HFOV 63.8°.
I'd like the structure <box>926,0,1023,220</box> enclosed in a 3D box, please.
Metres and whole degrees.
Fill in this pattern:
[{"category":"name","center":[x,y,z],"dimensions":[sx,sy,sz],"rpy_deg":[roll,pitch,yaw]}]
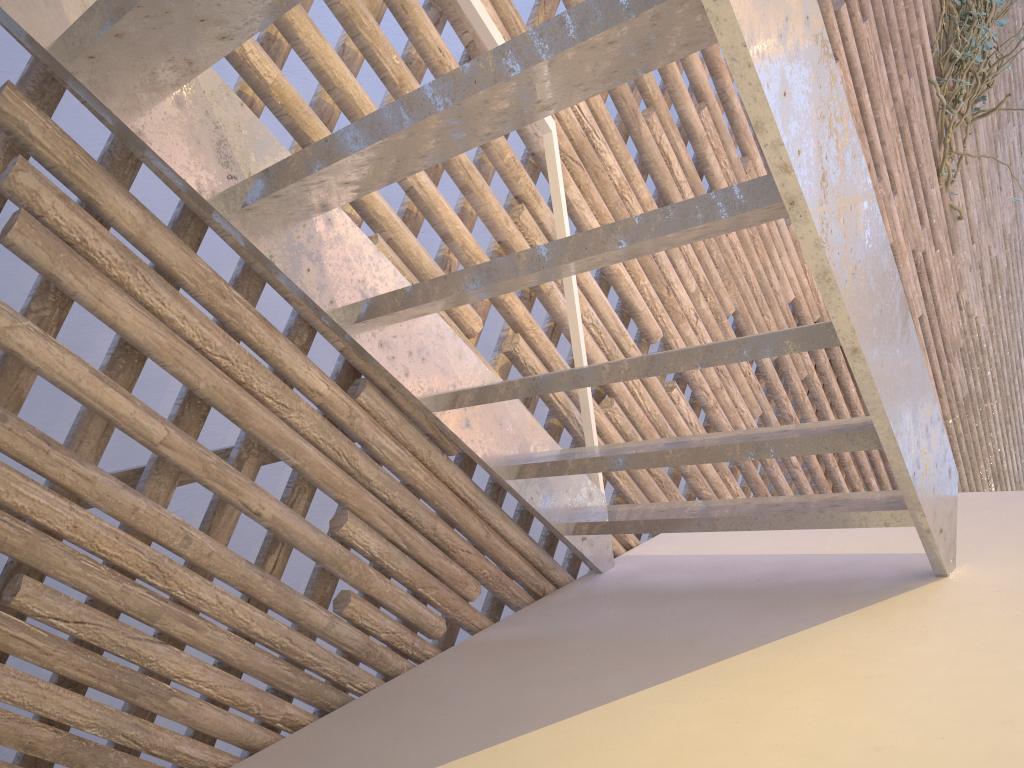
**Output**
[{"category":"structure","center":[1.557,-1.697,2.848],"dimensions":[0.729,2.968,2.159],"rpy_deg":[6,20,38]}]

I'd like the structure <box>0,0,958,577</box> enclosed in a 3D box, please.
[{"category":"structure","center":[-0.186,-0.590,0.457],"dimensions":[0.524,2.052,1.156],"rpy_deg":[7,22,41]}]
